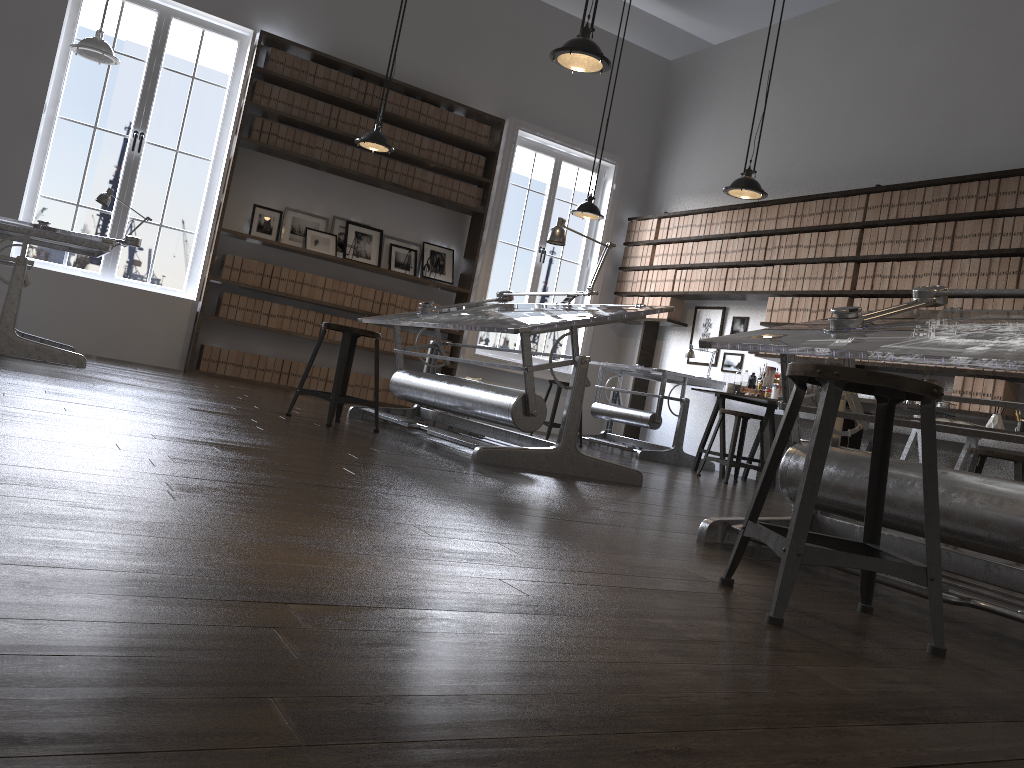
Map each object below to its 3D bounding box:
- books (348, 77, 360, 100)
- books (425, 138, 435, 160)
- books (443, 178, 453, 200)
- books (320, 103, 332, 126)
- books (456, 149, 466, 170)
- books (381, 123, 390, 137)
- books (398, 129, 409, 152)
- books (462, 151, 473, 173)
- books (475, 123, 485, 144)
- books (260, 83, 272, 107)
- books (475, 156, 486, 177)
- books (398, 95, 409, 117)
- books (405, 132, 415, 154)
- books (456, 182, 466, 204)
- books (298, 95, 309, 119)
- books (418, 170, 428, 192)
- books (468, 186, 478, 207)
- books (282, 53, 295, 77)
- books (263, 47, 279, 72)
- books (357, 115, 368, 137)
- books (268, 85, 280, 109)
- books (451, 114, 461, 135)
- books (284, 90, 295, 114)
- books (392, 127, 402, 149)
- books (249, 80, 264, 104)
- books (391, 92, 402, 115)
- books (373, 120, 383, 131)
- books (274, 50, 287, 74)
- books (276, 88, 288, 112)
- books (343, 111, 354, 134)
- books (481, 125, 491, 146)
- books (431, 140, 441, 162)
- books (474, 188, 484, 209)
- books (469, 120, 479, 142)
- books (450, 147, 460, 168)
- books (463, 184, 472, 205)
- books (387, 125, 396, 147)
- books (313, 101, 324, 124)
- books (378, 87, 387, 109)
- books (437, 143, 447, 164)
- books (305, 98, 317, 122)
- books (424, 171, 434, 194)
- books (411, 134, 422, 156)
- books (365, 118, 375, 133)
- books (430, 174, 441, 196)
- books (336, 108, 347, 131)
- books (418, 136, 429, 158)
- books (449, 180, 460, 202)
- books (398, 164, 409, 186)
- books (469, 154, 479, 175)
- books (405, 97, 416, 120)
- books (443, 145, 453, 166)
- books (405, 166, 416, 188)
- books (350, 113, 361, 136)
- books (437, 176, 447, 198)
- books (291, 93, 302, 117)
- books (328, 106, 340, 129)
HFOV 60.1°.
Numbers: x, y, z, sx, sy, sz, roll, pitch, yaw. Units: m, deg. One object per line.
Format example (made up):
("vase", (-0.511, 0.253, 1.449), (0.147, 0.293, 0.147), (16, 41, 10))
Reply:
("books", (-1.489, -2.710, 8.203), (0.066, 0.226, 0.175), (13, -3, -30))
("books", (-0.837, -2.256, 8.599), (0.066, 0.226, 0.175), (13, -3, -30))
("books", (-0.664, -1.903, 8.717), (0.066, 0.226, 0.175), (13, -3, -30))
("books", (-1.725, -2.432, 8.088), (0.066, 0.226, 0.175), (13, -3, -30))
("books", (-0.543, -2.197, 8.771), (0.066, 0.226, 0.175), (13, -3, -30))
("books", (-1.239, -2.335, 8.365), (0.066, 0.226, 0.175), (13, -3, -30))
("books", (-1.072, -2.302, 8.466), (0.066, 0.226, 0.175), (13, -3, -30))
("books", (-0.477, -2.184, 8.803), (0.066, 0.226, 0.175), (13, -3, -30))
("books", (-0.361, -2.486, 8.861), (0.066, 0.226, 0.175), (13, -3, -30))
("books", (-2.193, -2.525, 7.815), (0.066, 0.226, 0.175), (13, -3, -30))
("books", (-0.351, -2.159, 8.880), (0.066, 0.226, 0.175), (13, -3, -30))
("books", (-1.068, -2.627, 8.451), (0.066, 0.226, 0.175), (13, -3, -30))
("books", (-1.012, -2.290, 8.499), (0.066, 0.226, 0.175), (13, -3, -30))
("books", (-0.540, -1.878, 8.780), (0.066, 0.226, 0.175), (13, -3, -30))
("books", (-1.905, -2.468, 7.983), (0.066, 0.226, 0.175), (13, -3, -30))
("books", (-0.897, -1.949, 8.580), (0.066, 0.226, 0.175), (13, -3, -30))
("books", (-0.432, -1.857, 8.848), (0.066, 0.226, 0.175), (13, -3, -30))
("books", (-2.017, -2.815, 7.899), (0.066, 0.226, 0.175), (13, -3, -30))
("books", (-2.138, -2.839, 7.825), (0.066, 0.226, 0.175), (13, -3, -30))
("books", (-1.424, -2.372, 8.254), (0.066, 0.226, 0.175), (13, -3, -30))
("books", (-2.131, -2.513, 7.846), (0.066, 0.226, 0.175), (13, -3, -30))
("books", (-0.587, -2.531, 8.727), (0.066, 0.226, 0.175), (13, -3, -30))
("books", (-2.018, -2.490, 7.916), (0.066, 0.226, 0.175), (13, -3, -30))
("books", (-1.128, -2.313, 8.426), (0.066, 0.226, 0.175), (13, -3, -30))
("books", (-2.253, -2.537, 7.782), (0.066, 0.226, 0.175), (13, -3, -30))
("books", (-1.128, -2.639, 8.418), (0.066, 0.226, 0.175), (13, -3, -30))
("books", (-1.300, -2.348, 8.327), (0.066, 0.226, 0.175), (13, -3, -30))
("books", (-2.077, -2.827, 7.861), (0.066, 0.226, 0.175), (13, -3, -30))
("books", (-2.071, -2.501, 7.883), (0.066, 0.226, 0.175), (13, -3, -30))
("books", (-1.541, -2.395, 8.191), (0.066, 0.226, 0.175), (13, -3, -30))
("books", (-0.299, -2.474, 8.892), (0.066, 0.226, 0.175), (13, -3, -30))
("books", (-0.778, -2.244, 8.628), (0.066, 0.226, 0.175), (13, -3, -30))
("books", (-0.373, -1.845, 8.883), (0.066, 0.226, 0.175), (13, -3, -30))
("books", (-0.421, -2.498, 8.826), (0.066, 0.226, 0.175), (13, -3, -30))
("books", (-0.601, -2.209, 8.732), (0.066, 0.226, 0.175), (13, -3, -30))
("books", (-0.483, -1.867, 8.813), (0.066, 0.226, 0.175), (13, -3, -30))
("books", (-1.187, -2.325, 8.397), (0.066, 0.226, 0.175), (13, -3, -30))
("books", (-1.783, -2.443, 8.049), (0.066, 0.226, 0.175), (13, -3, -30))
("books", (-1.245, -2.662, 8.342), (0.066, 0.226, 0.175), (13, -3, -30))
("books", (-0.724, -2.233, 8.666), (0.066, 0.226, 0.175), (13, -3, -30))
("books", (-1.845, -2.456, 8.018), (0.066, 0.226, 0.175), (13, -3, -30))
("books", (-0.843, -1.938, 8.609), (0.066, 0.226, 0.175), (13, -3, -30))
("books", (-0.950, -2.278, 8.530), (0.066, 0.226, 0.175), (13, -3, -30))
("books", (-1.364, -2.360, 8.293), (0.066, 0.226, 0.175), (13, -3, -30))
("books", (-0.780, -1.926, 8.643), (0.066, 0.226, 0.175), (13, -3, -30))
("books", (-1.598, -2.407, 8.161), (0.066, 0.226, 0.175), (13, -3, -30))
("books", (-0.889, -2.266, 8.567), (0.066, 0.226, 0.175), (13, -3, -30))
("books", (-0.603, -1.891, 8.748), (0.066, 0.226, 0.175), (13, -3, -30))
("books", (-1.072, -1.984, 8.480), (0.066, 0.226, 0.175), (13, -3, -30))
("books", (-0.416, -2.172, 8.845), (0.066, 0.226, 0.175), (13, -3, -30))
("books", (-1.004, -2.614, 8.487), (0.066, 0.226, 0.175), (13, -3, -30))
("books", (-0.663, -2.221, 8.701), (0.066, 0.226, 0.175), (13, -3, -30))
("books", (-1.011, -1.972, 8.515), (0.066, 0.226, 0.175), (13, -3, -30))
("books", (-1.485, -2.384, 8.218), (0.066, 0.226, 0.175), (13, -3, -30))
("books", (-0.722, -1.915, 8.681), (0.066, 0.226, 0.175), (13, -3, -30))
("books", (-1.959, -2.479, 7.944), (0.066, 0.226, 0.175), (13, -3, -30))
("books", (-1.658, -2.419, 8.120), (0.066, 0.226, 0.175), (13, -3, -30))
